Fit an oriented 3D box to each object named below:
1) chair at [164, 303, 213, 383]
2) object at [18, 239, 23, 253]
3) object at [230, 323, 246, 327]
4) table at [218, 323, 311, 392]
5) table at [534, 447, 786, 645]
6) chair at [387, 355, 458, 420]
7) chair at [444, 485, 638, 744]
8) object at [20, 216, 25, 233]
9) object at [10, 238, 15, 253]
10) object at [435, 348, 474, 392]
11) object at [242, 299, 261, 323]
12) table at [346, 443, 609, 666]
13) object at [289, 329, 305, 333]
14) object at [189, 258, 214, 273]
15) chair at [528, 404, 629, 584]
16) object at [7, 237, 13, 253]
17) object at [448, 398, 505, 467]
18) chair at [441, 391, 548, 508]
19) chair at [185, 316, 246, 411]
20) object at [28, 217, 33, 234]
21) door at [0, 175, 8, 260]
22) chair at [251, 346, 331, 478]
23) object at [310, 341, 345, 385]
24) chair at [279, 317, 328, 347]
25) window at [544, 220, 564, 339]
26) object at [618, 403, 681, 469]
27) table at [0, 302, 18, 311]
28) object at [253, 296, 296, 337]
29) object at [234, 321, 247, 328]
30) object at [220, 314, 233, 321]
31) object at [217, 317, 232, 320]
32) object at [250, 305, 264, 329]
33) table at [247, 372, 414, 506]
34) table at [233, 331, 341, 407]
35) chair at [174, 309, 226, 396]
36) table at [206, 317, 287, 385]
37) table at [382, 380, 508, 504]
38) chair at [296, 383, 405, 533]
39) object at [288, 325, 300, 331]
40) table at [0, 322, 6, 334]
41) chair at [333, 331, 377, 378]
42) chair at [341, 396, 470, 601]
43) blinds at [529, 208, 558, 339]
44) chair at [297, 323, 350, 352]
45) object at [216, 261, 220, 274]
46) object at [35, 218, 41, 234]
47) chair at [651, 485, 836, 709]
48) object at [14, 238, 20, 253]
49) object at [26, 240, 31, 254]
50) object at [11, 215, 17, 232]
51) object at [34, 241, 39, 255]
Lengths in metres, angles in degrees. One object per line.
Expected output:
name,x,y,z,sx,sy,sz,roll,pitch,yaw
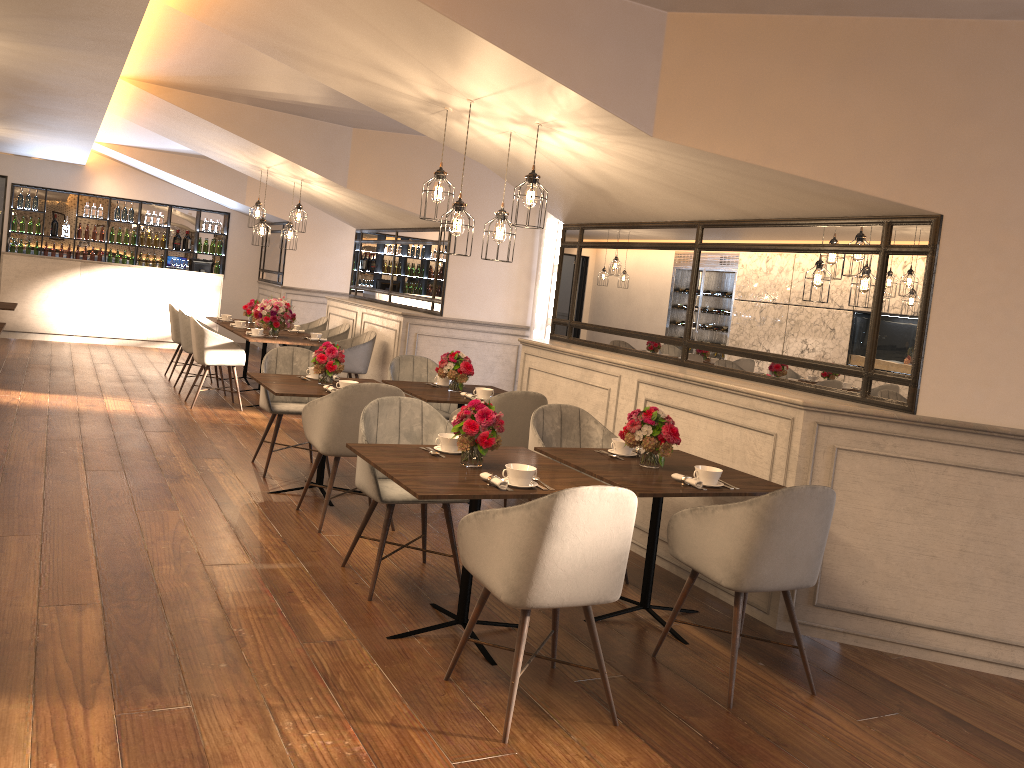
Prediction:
chair,-3.770,-0.487,10.356,0.525,0.870,0.568,5,4,-28
object,-7.747,-2.157,13.956,0.066,0.261,0.065,9,4,41
object,-3.035,-0.652,9.809,0.175,0.039,0.056,3,6,-28
table,-2.776,-0.246,9.873,0.894,0.719,0.901,4,5,-28
table,0.669,0.756,4.208,0.894,0.719,0.901,4,5,-28
chair,-0.719,0.239,6.839,0.564,0.870,0.529,4,4,-28
chair,0.123,0.729,3.177,0.564,0.870,0.529,4,4,-28
object,-7.706,-2.516,13.938,0.066,0.261,0.065,9,4,41
object,-7.845,-2.162,13.905,0.066,0.261,0.065,9,4,41
object,-0.390,-0.101,6.258,0.306,0.300,0.234,10,5,37
object,-3.114,-0.887,10.650,0.235,0.300,0.305,8,5,20
table,-0.179,0.708,3.765,0.894,0.719,0.901,4,5,-28
object,-2.410,-0.593,9.921,0.175,0.039,0.056,3,6,-28
object,-4.806,-1.765,13.716,0.130,0.328,0.408,9,5,40
chair,0.338,0.581,4.781,0.564,0.870,0.529,4,4,-28
object,-7.016,-1.944,12.370,0.065,0.207,0.065,4,4,-36
object,-0.157,0.196,3.758,0.234,0.300,0.306,6,5,-9
chair,-0.087,0.436,5.677,0.564,0.870,0.529,4,4,-28
chair,-2.915,-0.211,8.693,0.525,0.870,0.568,5,4,-28
object,-7.608,-2.510,13.989,0.066,0.261,0.065,9,4,41
door,-8.928,-2.138,13.398,2.102,2.327,0.275,4,4,-28
chair,-1.567,0.190,6.395,0.564,0.870,0.529,4,4,-28
object,-1.213,-0.147,5.813,0.234,0.300,0.306,6,5,-9
chair,-2.605,-0.423,10.986,0.525,0.870,0.568,5,4,-28
window,1.376,-0.365,7.551,0.494,2.381,14.606,5,6,-32
object,0.667,0.241,4.203,0.306,0.300,0.234,10,5,37
table,-5.610,-0.479,9.048,0.894,0.719,0.901,4,5,-28
object,-2.428,-0.699,9.073,0.419,0.424,0.407,3,6,-39
object,-2.981,-0.652,9.707,0.148,0.072,0.148,8,6,15
object,-3.389,-0.784,10.500,0.148,0.072,0.148,8,6,15
object,-3.443,-0.784,10.602,0.175,0.039,0.056,3,6,-28
object,-2.806,-0.768,9.894,0.234,0.300,0.306,6,5,-9
table,-1.236,0.366,5.823,0.894,0.719,0.901,4,5,-28
table,-2.348,-0.108,9.041,0.894,0.719,0.901,4,5,-28
chair,-3.343,-0.349,9.525,0.525,0.870,0.568,5,4,-28
table,-3.203,-0.384,10.704,0.894,0.719,0.901,4,5,-28
table,-0.388,0.414,6.266,0.894,0.719,0.901,4,5,-28
chair,-0.935,0.387,5.234,0.564,0.870,0.529,4,4,-28
object,-2.460,-0.626,10.021,0.148,0.072,0.148,8,6,15
table,-4.483,-0.114,6.854,0.894,0.719,0.901,4,5,-28
chair,-1.750,-0.146,9.323,0.525,0.870,0.568,5,4,-28
chair,-0.509,0.532,4.338,0.564,0.870,0.529,4,4,-28
blinds,0.508,-0.723,8.413,0.133,2.690,1.388,5,4,-28
chair,-2.178,-0.285,10.155,0.525,0.870,0.568,5,4,-28
object,-5.094,-2.005,15.345,0.066,0.261,0.065,9,4,41
object,-7.511,-2.504,14.040,0.066,0.261,0.065,9,4,41
chair,0.970,0.778,3.620,0.564,0.870,0.529,4,4,-28
object,-6.942,-1.941,12.413,0.065,0.207,0.146,4,5,-36
object,-7.649,-2.151,14.007,0.066,0.261,0.065,9,4,41
object,-7.804,-2.521,13.887,0.066,0.261,0.065,9,4,41
object,-7.552,-2.146,14.058,0.066,0.261,0.065,9,4,41
